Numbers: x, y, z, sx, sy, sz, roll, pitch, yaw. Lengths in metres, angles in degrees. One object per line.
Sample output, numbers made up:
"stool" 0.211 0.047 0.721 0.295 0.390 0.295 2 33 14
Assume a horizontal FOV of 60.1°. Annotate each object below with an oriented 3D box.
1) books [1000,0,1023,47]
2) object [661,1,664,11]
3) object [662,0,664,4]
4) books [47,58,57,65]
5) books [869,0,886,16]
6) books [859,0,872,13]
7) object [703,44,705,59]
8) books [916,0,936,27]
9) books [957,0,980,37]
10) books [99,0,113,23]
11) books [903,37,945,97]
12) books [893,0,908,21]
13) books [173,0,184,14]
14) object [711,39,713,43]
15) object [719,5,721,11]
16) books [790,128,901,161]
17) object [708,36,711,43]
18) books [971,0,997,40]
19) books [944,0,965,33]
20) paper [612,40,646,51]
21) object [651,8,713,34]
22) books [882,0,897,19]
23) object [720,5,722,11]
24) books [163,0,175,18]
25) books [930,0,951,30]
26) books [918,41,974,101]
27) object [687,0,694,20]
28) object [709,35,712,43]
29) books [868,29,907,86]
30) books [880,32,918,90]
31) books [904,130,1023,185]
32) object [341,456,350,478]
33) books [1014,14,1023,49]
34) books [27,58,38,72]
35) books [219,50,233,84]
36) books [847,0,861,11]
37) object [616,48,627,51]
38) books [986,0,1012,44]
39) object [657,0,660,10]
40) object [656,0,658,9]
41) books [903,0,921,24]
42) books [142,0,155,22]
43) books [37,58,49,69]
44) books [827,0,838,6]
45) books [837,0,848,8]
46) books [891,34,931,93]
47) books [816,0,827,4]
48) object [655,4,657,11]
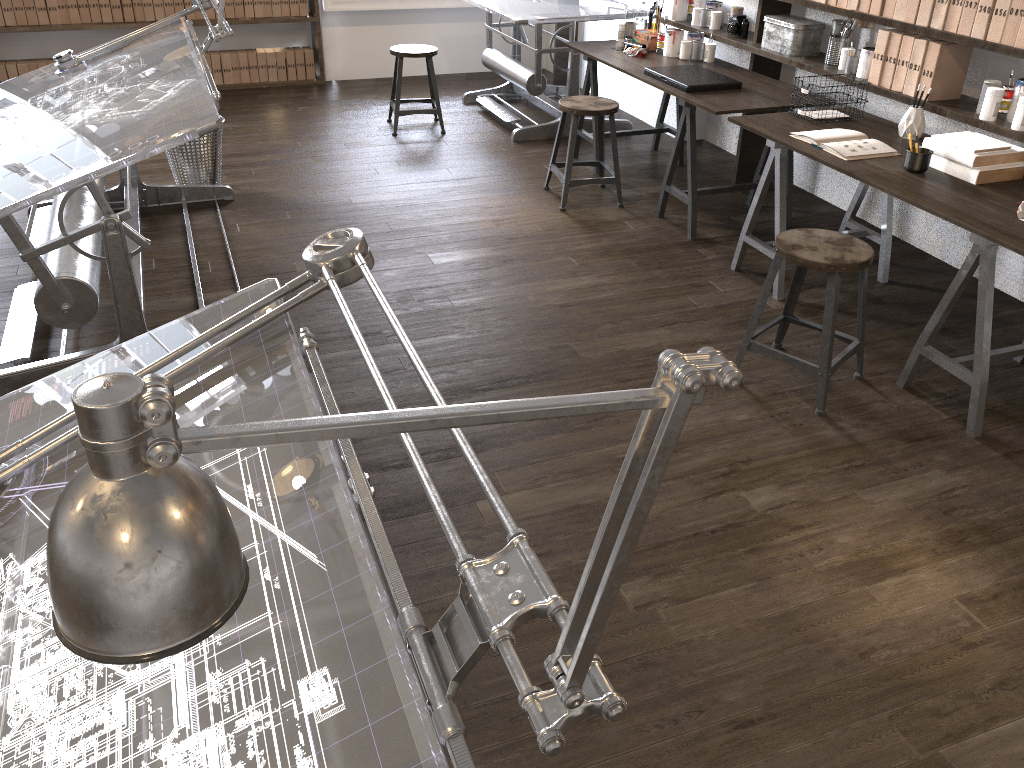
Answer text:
"books" 1.882 -1.340 3.193 0.175 0.220 0.068 -10 31 -19
"object" 0.849 -2.110 5.067 0.006 0.188 0.056 -10 31 -19
"object" 0.855 -2.128 5.070 0.021 0.223 0.007 -3 30 -9
"books" -3.335 -2.256 6.484 0.067 0.221 0.178 -9 32 -19
"books" 1.630 -1.684 3.757 0.175 0.221 0.068 -10 31 -19
"books" 1.609 -1.723 3.820 0.175 0.221 0.068 -10 31 -19
"object" 1.079 -1.848 4.921 0.054 0.078 0.055 -9 32 -18
"books" 1.728 -1.547 3.532 0.175 0.221 0.068 -10 31 -19
"books" 1.809 -1.443 3.361 0.175 0.221 0.068 -10 31 -19
"books" -2.933 -2.736 6.385 0.067 0.221 0.178 -9 32 -19
"books" 1.728 -1.308 3.654 0.175 0.221 0.068 -10 31 -19
"books" 1.683 -1.615 3.644 0.175 0.220 0.068 -10 31 -19
"books" -2.469 -2.822 6.549 0.067 0.221 0.178 -9 32 -19
"object" 1.096 -1.862 4.903 0.004 0.101 0.036 -13 33 -25
"object" 1.178 -2.101 5.043 0.005 0.115 0.037 1 29 -1
"books" 1.308 -0.956 3.492 0.257 0.029 0.361 -10 33 -18
"object" 1.078 -1.865 4.891 0.005 0.115 0.036 -12 32 -23
"books" 1.830 -1.407 3.302 0.175 0.221 0.068 -10 31 -19
"books" 1.786 -1.478 3.418 0.175 0.221 0.068 -10 31 -19
"paper" 0.673 -1.952 5.114 0.138 0.037 0.157 -19 37 -31
"object" 0.978 -2.086 5.089 0.345 0.143 0.078 2 30 1
"books" 1.662 -1.648 3.698 0.175 0.220 0.068 -10 31 -19
"object" 1.182 -2.096 5.036 0.004 0.130 0.030 2 29 0
"books" -2.535 -2.811 6.528 0.067 0.221 0.178 -9 32 -19
"books" 1.757 -1.512 3.474 0.175 0.221 0.068 -10 31 -19
"books" 1.758 -1.273 3.597 0.175 0.221 0.068 -10 31 -19
"object" 1.068 -2.232 5.250 0.051 0.136 0.051 -11 32 -21
"object" 1.086 -1.862 4.887 0.004 0.130 0.030 -12 32 -22
"books" 1.651 -1.411 3.824 0.175 0.221 0.068 -10 31 -19
"books" 1.681 -1.379 3.771 0.175 0.221 0.068 -10 31 -19
"books" 1.617 -0.836 3.200 0.386 0.144 0.300 -10 33 -19
"object" -0.534 0.392 2.086 0.353 0.369 0.361 1 30 0
"books" 1.902 -1.306 3.137 0.175 0.221 0.068 -10 31 -19
"books" -3.459 -2.233 6.439 0.067 0.220 0.178 -9 32 -19
"books" -2.219 -2.457 6.869 0.067 0.220 0.178 -9 32 -19
"books" 1.579 -1.757 3.876 0.175 0.221 0.068 -10 31 -19
"object" 0.648 -1.923 5.085 0.158 0.006 0.006 -24 39 -36
"books" 1.858 -1.371 3.244 0.175 0.220 0.068 -10 31 -19
"object" 0.831 -2.112 5.088 0.022 0.176 0.006 2 29 1
"object" 0.838 -2.114 5.085 0.008 0.182 0.072 -9 31 -18
"books" 1.702 -1.583 3.591 0.175 0.221 0.068 -10 31 -19
"books" -2.665 -2.783 6.476 0.067 0.221 0.178 -9 32 -19
"books" -3.396 -2.242 6.457 0.067 0.221 0.178 -9 32 -19
"books" 1.532 -1.828 3.993 0.175 0.221 0.068 -10 31 -19
"books" 1.557 -1.793 3.935 0.175 0.221 0.068 -10 31 -19
"books" 1.706 -1.344 3.713 0.175 0.221 0.068 -10 31 -19
"books" 1.502 -1.861 4.046 0.175 0.221 0.068 -10 31 -19
"object" 0.831 -2.098 5.083 0.037 0.150 0.005 -12 32 -23
